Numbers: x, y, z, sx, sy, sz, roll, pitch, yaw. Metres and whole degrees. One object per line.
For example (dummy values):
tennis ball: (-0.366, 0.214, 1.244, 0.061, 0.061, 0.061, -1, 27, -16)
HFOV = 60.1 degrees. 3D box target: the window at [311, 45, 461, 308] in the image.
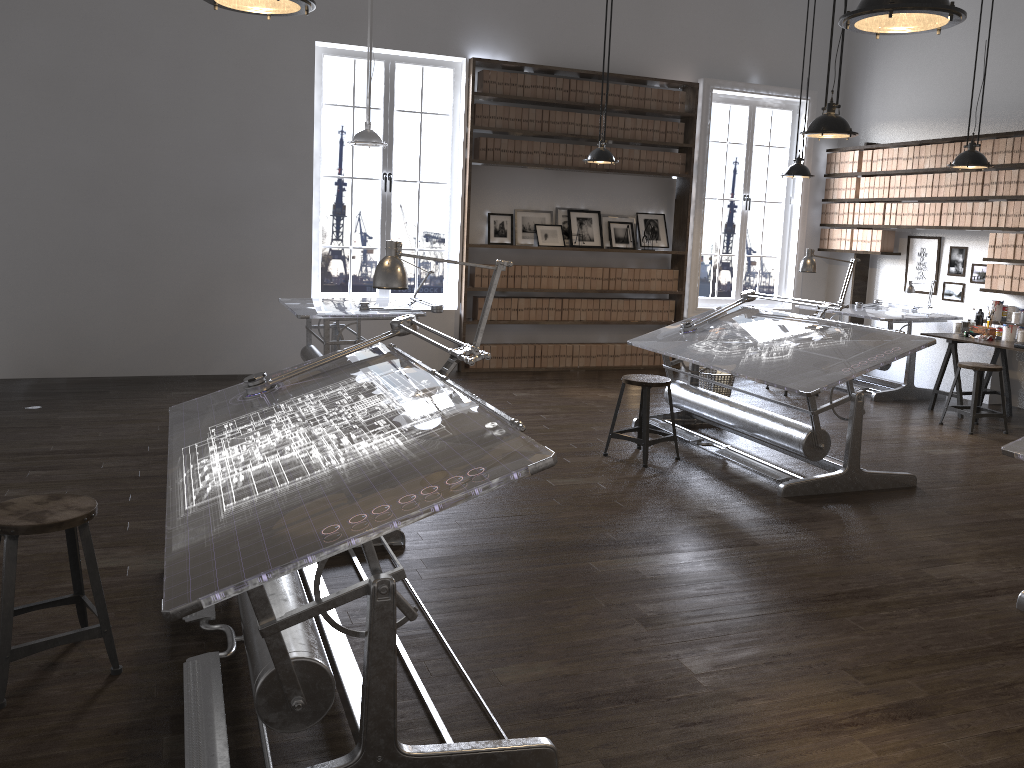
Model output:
window: (-1.194, -1.896, 8.441, 1.483, 2.481, 0.154, -1, 8, -21)

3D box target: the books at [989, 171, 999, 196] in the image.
books: (4.337, -1.773, 7.862, 0.174, 0.224, 0.067, -1, 8, -21)

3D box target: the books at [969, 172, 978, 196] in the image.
books: (4.264, -1.813, 8.067, 0.174, 0.224, 0.067, -1, 8, -21)

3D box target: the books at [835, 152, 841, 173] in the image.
books: (3.637, -2.418, 9.708, 0.174, 0.224, 0.067, -1, 8, -21)

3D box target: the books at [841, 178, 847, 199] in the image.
books: (3.670, -2.120, 9.614, 0.174, 0.224, 0.067, -1, 8, -21)

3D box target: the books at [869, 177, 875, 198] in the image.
books: (3.817, -2.039, 9.227, 0.174, 0.224, 0.067, -1, 8, -21)

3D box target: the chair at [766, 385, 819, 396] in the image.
chair: (2.655, -0.172, 8.332, 0.358, 0.524, 0.374, 1, 8, -12)

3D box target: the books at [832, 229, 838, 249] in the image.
books: (3.625, -1.591, 9.751, 0.174, 0.224, 0.067, -1, 8, -21)

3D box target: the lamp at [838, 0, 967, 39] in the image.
lamp: (1.077, -2.056, 2.205, 0.313, 2.251, 0.313, 3, 7, 4)

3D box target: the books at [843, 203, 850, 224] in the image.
books: (3.682, -1.840, 9.589, 0.174, 0.224, 0.067, -1, 8, -21)

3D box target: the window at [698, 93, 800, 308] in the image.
window: (2.555, -1.970, 9.733, 1.245, 2.294, 0.154, -1, 8, -21)

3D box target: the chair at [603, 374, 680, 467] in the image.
chair: (0.847, 0.223, 5.676, 0.372, 0.524, 0.360, -5, 11, -42)

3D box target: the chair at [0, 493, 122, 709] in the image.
chair: (-1.457, 0.642, 2.754, 0.372, 0.524, 0.360, -5, 11, -42)

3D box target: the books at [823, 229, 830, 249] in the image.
books: (3.573, -1.616, 9.879, 0.174, 0.224, 0.067, -1, 8, -21)

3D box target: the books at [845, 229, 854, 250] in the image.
books: (3.698, -1.553, 9.557, 0.174, 0.224, 0.067, -1, 8, -21)

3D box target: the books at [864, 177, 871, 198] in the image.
books: (3.792, -2.052, 9.294, 0.174, 0.224, 0.067, -1, 8, -21)

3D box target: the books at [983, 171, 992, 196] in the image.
books: (4.317, -1.786, 7.929, 0.174, 0.224, 0.067, -1, 8, -21)

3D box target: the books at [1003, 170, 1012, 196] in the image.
books: (4.391, -1.748, 7.732, 0.174, 0.224, 0.067, -1, 8, -21)

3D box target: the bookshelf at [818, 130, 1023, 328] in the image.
bookshelf: (5.205, -0.246, 5.832, 0.373, 3.184, 9.244, 0, 10, -21)

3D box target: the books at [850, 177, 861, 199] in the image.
books: (3.725, -2.096, 9.488, 0.174, 0.224, 0.067, -1, 8, -21)

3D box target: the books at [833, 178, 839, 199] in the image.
books: (3.628, -2.144, 9.735, 0.174, 0.224, 0.067, -1, 8, -21)

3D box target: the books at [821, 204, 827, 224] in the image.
books: (3.556, -1.904, 9.918, 0.174, 0.224, 0.067, -1, 8, -21)

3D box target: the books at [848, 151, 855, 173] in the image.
books: (3.709, -2.380, 9.512, 0.174, 0.224, 0.067, -1, 8, -21)

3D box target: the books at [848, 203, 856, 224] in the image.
books: (3.713, -1.826, 9.523, 0.174, 0.224, 0.067, -1, 8, -21)

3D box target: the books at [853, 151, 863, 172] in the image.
books: (3.736, -2.367, 9.446, 0.174, 0.224, 0.067, -1, 8, -21)

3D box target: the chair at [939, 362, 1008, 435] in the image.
chair: (3.680, 0.108, 7.014, 0.358, 0.524, 0.374, 1, 8, -12)

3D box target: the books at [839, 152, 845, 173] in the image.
books: (3.665, -2.406, 9.644, 0.174, 0.224, 0.067, -1, 8, -21)

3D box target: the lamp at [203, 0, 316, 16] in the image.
lamp: (-0.651, -2.155, 2.298, 0.313, 2.238, 0.312, -4, 10, -41)

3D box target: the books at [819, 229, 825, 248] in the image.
books: (3.552, -1.630, 9.950, 0.174, 0.224, 0.067, -1, 8, -21)

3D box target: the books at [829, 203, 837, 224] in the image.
books: (3.610, -1.879, 9.792, 0.174, 0.224, 0.067, -1, 8, -21)

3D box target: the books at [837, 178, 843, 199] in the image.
books: (3.651, -2.133, 9.678, 0.174, 0.224, 0.067, -1, 8, -21)

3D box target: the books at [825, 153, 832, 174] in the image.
books: (3.583, -2.444, 9.841, 0.174, 0.224, 0.067, -1, 8, -21)

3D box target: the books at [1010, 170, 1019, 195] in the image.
books: (4.409, -1.736, 7.667, 0.174, 0.224, 0.067, -1, 8, -21)

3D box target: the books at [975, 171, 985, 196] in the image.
books: (4.285, -1.800, 7.997, 0.174, 0.224, 0.067, -1, 8, -21)

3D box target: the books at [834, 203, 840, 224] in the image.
books: (3.631, -1.866, 9.725, 0.174, 0.224, 0.067, -1, 8, -21)

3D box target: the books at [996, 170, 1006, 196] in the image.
books: (4.366, -1.761, 7.798, 0.174, 0.224, 0.067, -1, 8, -21)

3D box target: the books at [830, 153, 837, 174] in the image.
books: (3.609, -2.431, 9.774, 0.174, 0.224, 0.067, -1, 8, -21)

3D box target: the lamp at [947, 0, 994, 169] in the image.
lamp: (3.420, -2.705, 6.381, 0.313, 2.238, 0.312, -4, 10, -41)

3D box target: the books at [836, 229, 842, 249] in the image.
books: (3.643, -1.579, 9.690, 0.174, 0.224, 0.067, -1, 8, -21)

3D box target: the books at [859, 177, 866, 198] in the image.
books: (3.769, -2.066, 9.363, 0.174, 0.224, 0.067, -1, 8, -21)

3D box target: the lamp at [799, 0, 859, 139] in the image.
lamp: (1.817, -2.494, 4.806, 0.313, 2.238, 0.313, 2, 7, -1)

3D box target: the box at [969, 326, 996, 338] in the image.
box: (4.112, -0.454, 7.708, 0.137, 0.083, 0.213, -1, 10, -21)

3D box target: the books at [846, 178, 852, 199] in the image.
books: (3.700, -2.108, 9.554, 0.174, 0.224, 0.067, -1, 8, -21)

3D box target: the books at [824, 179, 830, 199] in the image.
books: (3.579, -2.170, 9.868, 0.174, 0.224, 0.067, -1, 8, -21)

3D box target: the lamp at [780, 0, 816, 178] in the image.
lamp: (2.731, -3.056, 8.184, 0.313, 2.238, 0.312, -4, 10, -41)

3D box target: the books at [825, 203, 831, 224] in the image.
books: (3.585, -1.892, 9.858, 0.174, 0.224, 0.067, -1, 8, -21)

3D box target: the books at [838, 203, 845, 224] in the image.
books: (3.661, -1.853, 9.661, 0.174, 0.224, 0.067, -1, 8, -21)

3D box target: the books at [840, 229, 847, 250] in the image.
books: (3.669, -1.566, 9.623, 0.174, 0.224, 0.067, -1, 8, -21)

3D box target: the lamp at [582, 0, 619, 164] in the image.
lamp: (0.810, -3.011, 7.460, 0.313, 2.238, 0.312, -4, 10, -41)

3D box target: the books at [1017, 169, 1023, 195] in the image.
books: (4.437, -1.724, 7.607, 0.174, 0.224, 0.067, -1, 8, -21)

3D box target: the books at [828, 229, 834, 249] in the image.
books: (3.604, -1.603, 9.812, 0.174, 0.224, 0.067, -1, 8, -21)

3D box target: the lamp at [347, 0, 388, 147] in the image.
lamp: (-1.074, -2.965, 6.742, 0.313, 2.238, 0.312, -4, 10, -41)

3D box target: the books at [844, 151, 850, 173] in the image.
books: (3.688, -2.393, 9.579, 0.174, 0.224, 0.067, -1, 8, -21)

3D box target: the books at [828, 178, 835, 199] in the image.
books: (3.600, -2.157, 9.802, 0.174, 0.224, 0.067, -1, 8, -21)

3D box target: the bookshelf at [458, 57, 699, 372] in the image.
bookshelf: (0.635, -1.300, 9.173, 2.473, 3.699, 0.415, -1, 8, -21)
